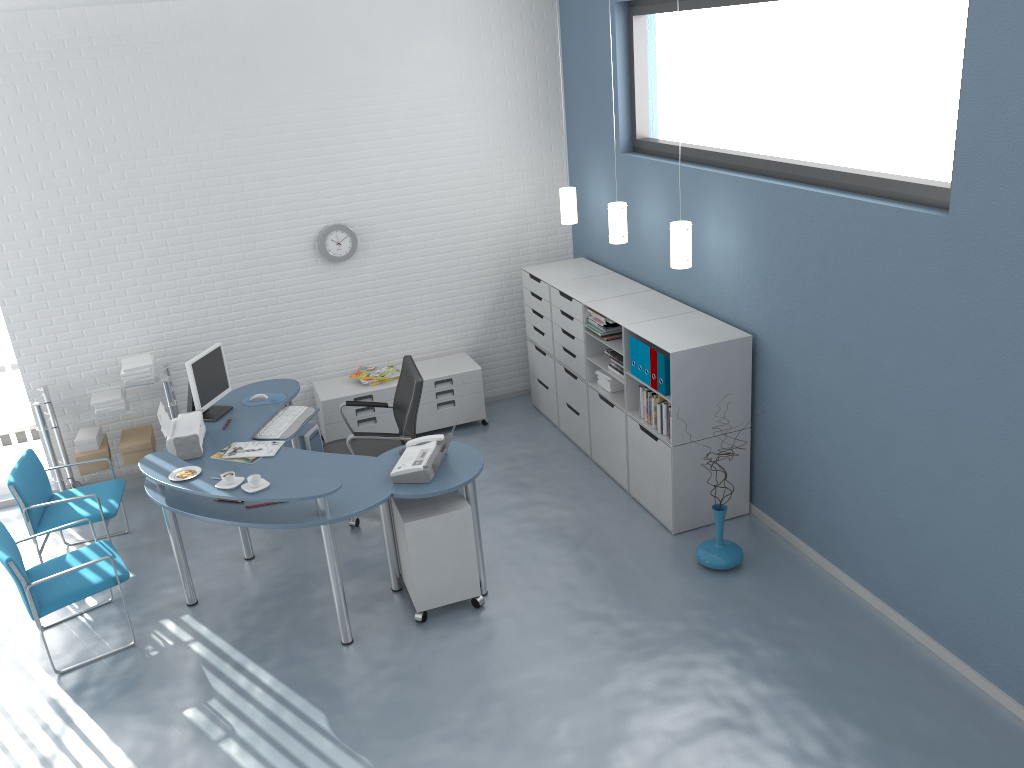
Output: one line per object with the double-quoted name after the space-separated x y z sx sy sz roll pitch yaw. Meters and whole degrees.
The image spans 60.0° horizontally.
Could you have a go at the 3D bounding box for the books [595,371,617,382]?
0.718 -0.076 5.923 0.270 0.015 0.190 -12 22 -17 "books"

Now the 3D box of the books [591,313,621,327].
0.660 -0.437 5.762 0.187 0.034 0.298 -12 22 -17 "books"

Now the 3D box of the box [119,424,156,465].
-2.633 0.425 6.248 0.207 0.133 0.347 -12 22 -17 "box"

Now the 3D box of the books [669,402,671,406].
0.969 0.183 5.123 0.138 0.229 0.032 -12 22 -17 "books"

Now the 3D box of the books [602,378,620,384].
0.738 -0.059 5.918 0.270 0.015 0.190 -11 22 -15 "books"

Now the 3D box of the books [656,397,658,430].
0.922 0.159 5.229 0.155 0.203 0.017 -12 22 -17 "books"

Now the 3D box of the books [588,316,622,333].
0.645 -0.404 5.787 0.212 0.044 0.265 -12 22 -17 "books"

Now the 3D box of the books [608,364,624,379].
0.763 -0.087 5.626 0.212 0.034 0.265 -12 22 -17 "books"

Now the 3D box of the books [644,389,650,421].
0.872 0.117 5.356 0.157 0.198 0.022 -12 22 -17 "books"

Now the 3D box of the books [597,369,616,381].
0.729 -0.088 5.911 0.270 0.015 0.190 -14 23 -22 "books"

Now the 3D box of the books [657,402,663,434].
0.930 0.184 5.190 0.173 0.184 0.032 -12 22 -17 "books"

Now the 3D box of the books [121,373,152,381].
-2.578 -0.089 6.105 0.190 0.015 0.270 -11 22 -16 "books"

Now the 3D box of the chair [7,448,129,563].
-2.663 0.766 5.410 0.543 0.707 0.542 -10 22 -13 "chair"

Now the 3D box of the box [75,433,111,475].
-2.908 0.483 6.161 0.207 0.133 0.347 -14 23 -22 "box"

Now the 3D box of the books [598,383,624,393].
0.736 -0.004 5.944 0.270 0.015 0.190 -12 22 -17 "books"

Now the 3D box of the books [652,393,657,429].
0.907 0.145 5.249 0.166 0.217 0.038 -12 22 -17 "books"

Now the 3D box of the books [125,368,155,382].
-2.570 -0.078 6.116 0.190 0.015 0.270 -13 23 -20 "books"

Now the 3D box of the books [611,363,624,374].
0.768 -0.108 5.598 0.212 0.023 0.224 -12 22 -17 "books"

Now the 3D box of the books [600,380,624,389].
0.740 -0.030 5.926 0.270 0.015 0.190 -11 22 -16 "books"

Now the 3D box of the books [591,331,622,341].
0.652 -0.343 5.811 0.209 0.019 0.265 -12 22 -17 "books"

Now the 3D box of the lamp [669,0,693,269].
0.904 -1.506 4.794 0.120 1.786 0.120 7 25 28 "lamp"

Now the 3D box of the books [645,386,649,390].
0.870 0.092 5.376 0.138 0.229 0.032 -12 22 -17 "books"

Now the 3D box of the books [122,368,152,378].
-2.580 -0.105 6.106 0.190 0.015 0.270 -12 22 -17 "books"

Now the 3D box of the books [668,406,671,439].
0.971 0.208 5.102 0.157 0.198 0.022 -12 22 -17 "books"

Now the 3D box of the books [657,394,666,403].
0.926 0.145 5.204 0.157 0.247 0.021 -12 22 -17 "books"

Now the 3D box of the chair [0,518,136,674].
-2.329 1.035 4.652 0.543 0.707 0.542 -19 25 -31 "chair"

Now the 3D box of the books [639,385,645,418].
0.850 0.094 5.410 0.157 0.203 0.040 -12 22 -17 "books"

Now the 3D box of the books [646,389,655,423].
0.881 0.123 5.331 0.157 0.203 0.032 -12 22 -17 "books"

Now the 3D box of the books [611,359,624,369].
0.768 -0.140 5.601 0.197 0.034 0.251 -12 22 -17 "books"

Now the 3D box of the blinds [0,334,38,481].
-5.418 -0.340 5.312 4.001 2.955 0.158 -12 22 -17 "blinds"

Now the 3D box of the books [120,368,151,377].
-2.578 -0.117 6.094 0.190 0.015 0.270 -11 22 -15 "books"

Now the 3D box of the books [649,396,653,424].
0.892 0.146 5.313 0.157 0.172 0.021 -12 22 -17 "books"

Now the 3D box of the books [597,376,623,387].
0.733 -0.043 5.920 0.270 0.015 0.190 -12 22 -17 "books"

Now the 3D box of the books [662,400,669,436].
0.949 0.185 5.157 0.157 0.203 0.040 -12 22 -17 "books"

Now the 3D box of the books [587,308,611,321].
0.638 -0.468 5.765 0.212 0.024 0.258 -12 22 -17 "books"

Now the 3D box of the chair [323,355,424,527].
-0.868 0.383 5.648 0.652 0.948 0.584 -10 22 -12 "chair"

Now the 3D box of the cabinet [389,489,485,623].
-0.428 0.860 4.810 0.383 0.605 0.559 -11 22 -15 "cabinet"

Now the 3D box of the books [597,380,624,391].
0.735 -0.018 5.938 0.270 0.015 0.190 -13 23 -20 "books"

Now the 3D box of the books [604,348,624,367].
0.746 -0.178 5.597 0.224 0.041 0.283 -12 22 -17 "books"

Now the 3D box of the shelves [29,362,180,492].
-2.751 0.381 6.212 0.896 0.848 0.441 -12 22 -16 "shelves"

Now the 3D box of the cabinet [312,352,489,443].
-0.856 0.154 6.866 1.259 0.484 0.447 -12 22 -17 "cabinet"

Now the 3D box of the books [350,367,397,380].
-1.048 -0.083 6.711 0.300 0.020 0.210 1 22 15 "books"

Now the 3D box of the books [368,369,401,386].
-0.984 -0.059 6.744 0.300 0.020 0.210 -19 25 -31 "books"

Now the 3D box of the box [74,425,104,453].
-2.916 0.380 6.121 0.139 0.090 0.234 -10 22 -13 "box"

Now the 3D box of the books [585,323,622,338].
0.634 -0.369 5.809 0.234 0.034 0.240 -12 22 -17 "books"

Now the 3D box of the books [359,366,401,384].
-1.010 -0.069 6.722 0.300 0.020 0.210 -14 23 -22 "books"

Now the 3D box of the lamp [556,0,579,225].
0.351 -2.014 6.207 0.120 1.786 0.120 7 25 28 "lamp"

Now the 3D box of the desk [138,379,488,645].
-1.295 0.667 5.087 2.282 0.900 1.402 16 30 43 "desk"

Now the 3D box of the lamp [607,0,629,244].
0.628 -1.760 5.500 0.120 1.786 0.120 7 25 28 "lamp"
